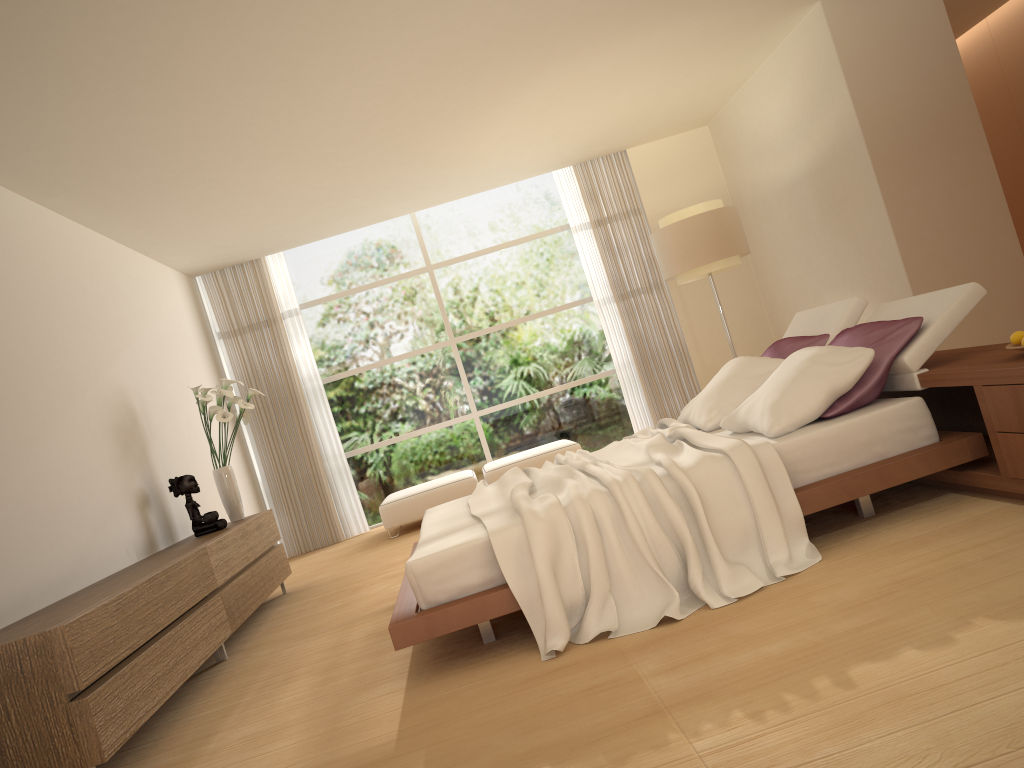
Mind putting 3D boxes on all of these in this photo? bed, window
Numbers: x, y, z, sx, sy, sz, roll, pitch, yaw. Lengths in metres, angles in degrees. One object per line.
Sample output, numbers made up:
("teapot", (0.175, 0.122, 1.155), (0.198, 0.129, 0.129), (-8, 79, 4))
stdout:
("bed", (0.649, 0.572, 4.561), (2.535, 0.570, 2.599), (-17, 0, -4))
("window", (-0.656, -0.464, 9.739), (4.781, 3.371, 0.071), (-17, 0, -4))

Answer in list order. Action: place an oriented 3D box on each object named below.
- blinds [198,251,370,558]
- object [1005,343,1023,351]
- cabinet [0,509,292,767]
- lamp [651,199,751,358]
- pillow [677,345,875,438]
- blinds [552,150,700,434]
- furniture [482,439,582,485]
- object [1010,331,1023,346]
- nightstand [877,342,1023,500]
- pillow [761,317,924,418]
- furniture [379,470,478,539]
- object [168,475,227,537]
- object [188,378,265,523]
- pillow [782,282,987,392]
("blinds", (-2.450, 0.105, 9.354), (0.950, 3.352, 0.211), (-17, 0, -5))
("object", (2.032, -0.160, 3.305), (0.337, 0.053, 0.337), (-17, 0, 10))
("cabinet", (-1.952, 1.339, 5.106), (0.588, 0.662, 3.713), (-17, 0, -4))
("lamp", (1.858, -0.550, 7.754), (0.817, 2.018, 0.817), (-18, 0, 39))
("pillow", (1.274, 0.037, 4.655), (0.561, 0.339, 1.720), (-17, 0, -4))
("blinds", (1.251, -1.051, 9.565), (0.814, 3.351, 0.202), (-17, 0, -5))
("furniture", (0.206, 0.846, 8.791), (0.965, 0.346, 0.964), (-17, 0, -4))
("object", (2.017, -0.184, 3.321), (0.230, 0.084, 0.259), (-17, 0, -34))
("nightstand", (2.000, 0.166, 4.711), (0.493, 0.539, 4.220), (-17, 0, -4))
("pillow", (1.527, -0.057, 4.680), (0.575, 0.369, 1.683), (-17, 0, -4))
("furniture", (-0.781, 1.154, 8.721), (0.965, 0.346, 0.964), (-17, 0, -4))
("object", (-2.215, 0.842, 6.257), (0.282, 0.453, 0.181), (-17, 0, -4))
("object", (-2.109, 0.477, 6.767), (0.608, 1.085, 0.515), (-18, 0, 44))
("pillow", (1.818, -0.223, 4.712), (0.461, 0.457, 1.779), (-17, 0, -5))
